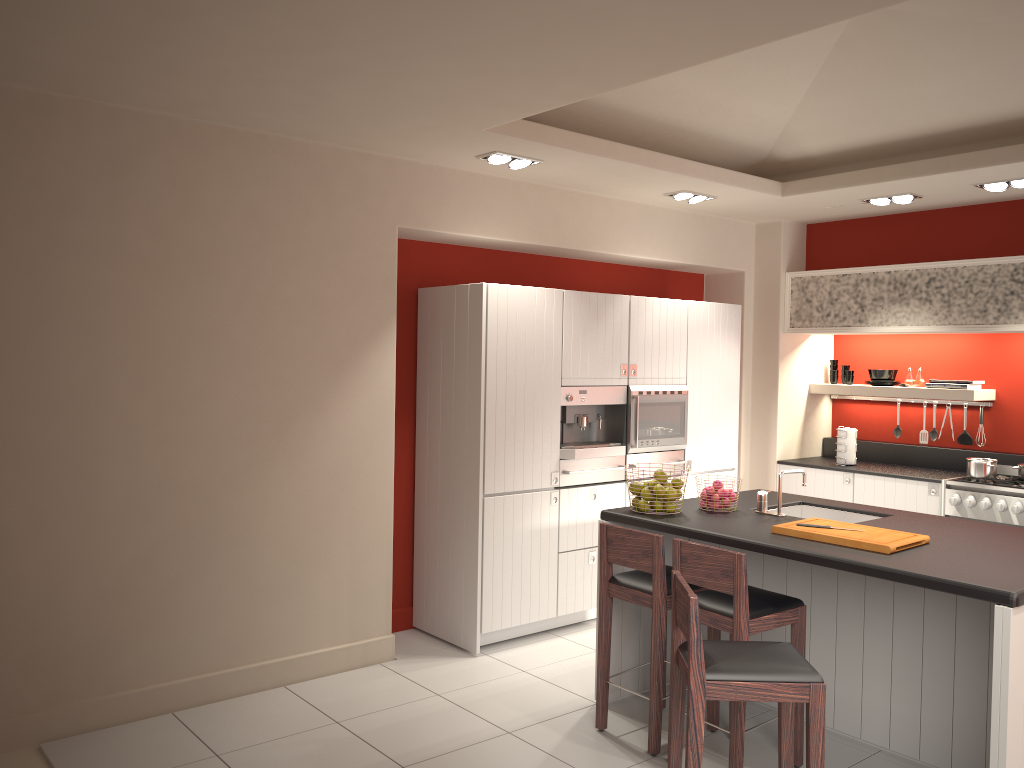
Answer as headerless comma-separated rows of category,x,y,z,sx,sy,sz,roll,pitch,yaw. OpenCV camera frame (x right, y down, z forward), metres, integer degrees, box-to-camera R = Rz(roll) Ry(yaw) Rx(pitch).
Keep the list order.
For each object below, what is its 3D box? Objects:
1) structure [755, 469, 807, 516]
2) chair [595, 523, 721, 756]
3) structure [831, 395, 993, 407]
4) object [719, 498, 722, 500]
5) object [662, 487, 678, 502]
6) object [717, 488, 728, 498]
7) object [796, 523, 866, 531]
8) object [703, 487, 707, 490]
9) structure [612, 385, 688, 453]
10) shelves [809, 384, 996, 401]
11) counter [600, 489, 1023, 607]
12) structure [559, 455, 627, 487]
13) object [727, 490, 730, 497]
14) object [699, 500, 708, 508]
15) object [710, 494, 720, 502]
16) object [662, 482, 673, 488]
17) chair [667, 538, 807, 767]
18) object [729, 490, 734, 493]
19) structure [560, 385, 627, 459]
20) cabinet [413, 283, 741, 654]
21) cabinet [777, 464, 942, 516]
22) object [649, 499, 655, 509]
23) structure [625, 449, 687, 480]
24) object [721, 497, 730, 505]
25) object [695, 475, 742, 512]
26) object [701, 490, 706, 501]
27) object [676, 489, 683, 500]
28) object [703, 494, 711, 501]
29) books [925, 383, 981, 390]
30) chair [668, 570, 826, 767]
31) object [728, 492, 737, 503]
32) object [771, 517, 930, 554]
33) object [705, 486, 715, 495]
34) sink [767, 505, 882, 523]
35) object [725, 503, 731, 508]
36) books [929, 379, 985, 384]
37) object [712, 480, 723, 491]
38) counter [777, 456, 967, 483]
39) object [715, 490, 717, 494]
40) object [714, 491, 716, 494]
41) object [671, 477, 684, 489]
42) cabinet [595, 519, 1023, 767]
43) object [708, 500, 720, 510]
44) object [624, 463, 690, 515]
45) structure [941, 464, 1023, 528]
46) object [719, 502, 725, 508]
structure,1.416,0.570,4.680,0.224,0.249,0.183,0,2,-39
chair,0.723,1.189,4.345,0.474,1.008,0.383,0,2,-39
structure,3.264,0.135,7.330,0.054,0.034,1.355,0,2,-39
object,1.121,0.607,4.800,0.055,0.056,0.055,0,2,-30
object,0.817,0.574,4.598,0.082,0.082,0.082,2,2,17
object,1.118,0.581,4.713,0.056,0.055,0.051,0,2,-25
object,1.467,0.659,4.083,0.302,0.010,0.035,2,2,21
object,1.060,0.584,4.810,0.048,0.049,0.049,0,2,-32
structure,0.984,0.242,6.419,0.610,0.473,0.332,0,2,-39
shelves,3.136,0.062,7.232,0.376,0.083,1.379,0,2,-39
counter,1.655,0.719,4.334,1.415,0.050,2.054,0,2,-39
structure,0.546,0.580,5.967,0.617,0.177,0.129,0,2,-39
object,1.148,0.587,4.759,0.041,0.044,0.045,2,2,20
object,1.035,0.645,4.775,0.050,0.049,0.049,2,2,17
object,1.075,0.603,4.697,0.048,0.046,0.048,1,2,10
object,0.816,0.539,4.646,0.056,0.054,0.057,2,2,22
chair,1.016,1.205,3.989,0.474,1.008,0.383,0,2,-37
object,1.172,0.592,4.805,0.056,0.050,0.055,1,2,-1
structure,0.452,0.246,6.080,0.623,0.470,0.453,0,2,-39
cabinet,0.572,0.498,6.431,2.557,2.250,0.717,0,2,-39
cabinet,2.889,1.179,7.067,0.687,0.993,1.361,0,2,-39
object,0.751,0.637,4.692,0.053,0.054,0.055,0,2,-36
structure,1.032,0.577,6.367,0.617,0.177,0.129,0,2,-39
object,1.136,0.624,4.720,0.046,0.043,0.046,1,2,0
object,1.108,0.588,4.765,0.248,0.168,0.248,2,2,38
object,1.043,0.602,4.769,0.060,0.059,0.059,0,2,-28
object,0.862,0.576,4.637,0.057,0.057,0.055,2,2,42
object,1.040,0.605,4.726,0.041,0.041,0.040,1,2,-3
books,3.410,0.015,6.853,0.207,0.042,0.331,0,2,-34
chair,0.833,1.225,3.201,0.474,1.008,0.383,1,1,1
object,1.180,0.610,4.758,0.055,0.056,0.055,0,2,-30
object,1.533,0.683,4.039,0.372,0.033,0.570,0,2,-41
object,1.052,0.568,4.708,0.048,0.046,0.048,1,2,6
sink,1.644,0.832,4.732,0.516,0.258,0.567,0,2,-39
object,1.163,0.646,4.803,0.050,0.049,0.049,2,2,17
books,3.437,-0.018,6.853,0.207,0.026,0.332,0,2,-39
object,1.101,0.543,4.746,0.056,0.058,0.056,1,2,6
counter,2.899,0.670,7.051,0.699,0.026,1.360,0,2,-39
object,1.098,0.572,4.789,0.041,0.044,0.045,2,2,20
object,1.069,0.579,4.744,0.041,0.039,0.041,0,2,-23
object,0.869,0.523,4.663,0.067,0.064,0.067,0,2,-39
cabinet,1.641,1.251,4.352,1.423,1.011,2.035,0,2,-39
object,1.078,0.641,4.729,0.061,0.057,0.062,0,2,-40
object,0.758,0.549,4.663,0.341,0.232,0.341,1,2,-7
structure,3.700,1.169,6.009,0.778,1.085,1.322,0,2,-39
object,1.123,0.653,4.755,0.040,0.039,0.039,1,2,9
